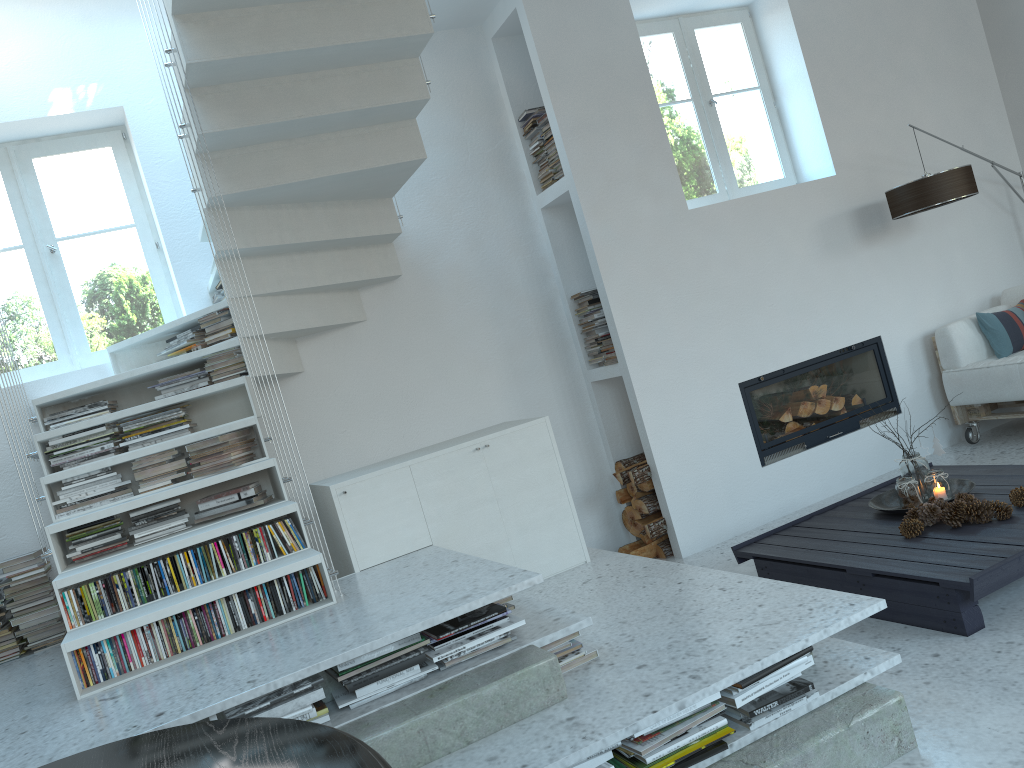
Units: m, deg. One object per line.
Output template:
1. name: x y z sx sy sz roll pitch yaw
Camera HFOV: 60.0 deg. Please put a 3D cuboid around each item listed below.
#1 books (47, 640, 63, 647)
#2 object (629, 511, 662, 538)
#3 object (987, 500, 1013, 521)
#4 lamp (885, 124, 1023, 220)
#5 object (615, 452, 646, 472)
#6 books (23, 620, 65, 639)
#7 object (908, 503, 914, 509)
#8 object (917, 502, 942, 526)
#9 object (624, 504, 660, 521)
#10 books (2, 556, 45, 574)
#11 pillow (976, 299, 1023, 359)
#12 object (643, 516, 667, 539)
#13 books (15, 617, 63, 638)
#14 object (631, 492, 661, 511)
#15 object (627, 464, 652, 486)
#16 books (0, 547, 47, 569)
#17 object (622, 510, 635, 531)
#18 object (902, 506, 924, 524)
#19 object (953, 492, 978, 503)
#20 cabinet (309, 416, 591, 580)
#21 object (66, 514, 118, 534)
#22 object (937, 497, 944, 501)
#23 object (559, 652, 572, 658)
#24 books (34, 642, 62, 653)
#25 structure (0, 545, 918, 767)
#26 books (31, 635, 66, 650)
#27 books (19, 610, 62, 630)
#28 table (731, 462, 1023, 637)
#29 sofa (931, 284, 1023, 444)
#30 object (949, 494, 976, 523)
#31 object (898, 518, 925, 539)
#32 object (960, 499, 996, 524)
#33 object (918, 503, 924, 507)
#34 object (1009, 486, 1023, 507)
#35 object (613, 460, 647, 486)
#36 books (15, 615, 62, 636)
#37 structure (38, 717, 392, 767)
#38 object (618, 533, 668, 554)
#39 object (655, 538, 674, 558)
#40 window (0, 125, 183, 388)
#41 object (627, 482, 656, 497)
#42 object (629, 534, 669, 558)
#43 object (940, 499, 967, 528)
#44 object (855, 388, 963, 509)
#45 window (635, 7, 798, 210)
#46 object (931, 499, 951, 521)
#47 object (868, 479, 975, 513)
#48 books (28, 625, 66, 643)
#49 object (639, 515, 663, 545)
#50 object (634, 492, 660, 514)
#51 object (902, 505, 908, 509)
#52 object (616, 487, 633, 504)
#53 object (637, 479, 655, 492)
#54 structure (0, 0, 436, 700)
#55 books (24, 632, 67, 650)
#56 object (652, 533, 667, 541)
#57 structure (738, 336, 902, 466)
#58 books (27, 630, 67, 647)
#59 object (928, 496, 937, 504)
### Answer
1. books: -2.028 1.138 3.971 0.090 0.011 0.190 -17 1 -24
2. object: 0.889 0.775 5.182 0.439 0.109 0.169 -17 1 -34
3. object: 1.830 0.472 3.319 0.082 0.085 0.082 -16 1 -8
4. lamp: 3.015 -0.699 5.508 1.556 1.966 0.471 -17 2 -37
5. object: 0.783 0.472 5.231 0.331 0.140 0.141 -17 1 -22
6. books: -2.077 1.079 3.956 0.162 0.017 0.233 -17 1 -22
7. object: 1.669 0.517 3.707 0.031 0.035 0.031 -17 2 -22
8. object: 1.638 0.511 3.474 0.097 0.102 0.099 -15 2 38
9. object: 0.842 0.703 5.188 0.396 0.109 0.132 -17 2 -38
10. books: -2.173 0.799 3.951 0.157 0.025 0.234 -17 1 -26
11. pillow: 3.057 -0.342 5.427 0.438 0.317 0.176 -17 2 -14
12. object: 0.921 0.756 4.951 0.441 0.094 0.096 -17 1 -25
13. books: -2.092 1.071 3.951 0.184 0.006 0.262 -17 1 -21
14. object: 0.854 0.683 5.125 0.405 0.225 0.068 -17 2 -30
15. object: 0.834 0.464 4.946 0.441 0.094 0.096 -17 1 -26
16. books: -2.184 0.776 3.948 0.161 0.026 0.267 -17 1 -17
17. object: 0.864 0.744 5.229 0.439 0.148 0.129 -17 2 -23
18. object: 1.589 0.532 3.510 0.086 0.101 0.078 -15 2 42
19. object: 1.803 0.470 3.522 0.092 0.100 0.083 -17 2 -17
20. cabinet: -0.278 0.613 3.918 0.991 0.668 0.552 -17 2 -22
21. object: -1.612 0.531 3.408 0.174 0.025 0.161 -17 1 -18
22. object: 1.779 0.486 3.678 0.030 0.035 0.035 -16 1 1
23. object: 0.088 0.835 2.752 0.139 0.004 0.204 -17 1 -19
24. books: -2.043 1.159 3.963 0.142 0.020 0.231 -17 1 -22
25. structure: -0.819 1.157 3.118 3.108 0.659 2.902 -17 1 -22
26. books: -2.058 1.138 3.958 0.147 0.008 0.243 -17 1 -25
27. books: -2.092 1.038 3.954 0.163 0.028 0.204 -17 1 -21
28. table: 1.798 0.604 3.613 1.256 0.218 1.271 -17 1 -22
29. sofa: 3.422 -0.229 4.661 0.870 0.854 2.197 -17 1 -22
30. object: 1.737 0.483 3.415 0.108 0.108 0.094 -15 2 35
31. object: 1.547 0.554 3.427 0.098 0.084 0.078 -17 2 -22
32. object: 1.760 0.484 3.347 0.114 0.101 0.110 -17 2 -40
33. object: 1.700 0.508 3.676 0.030 0.035 0.035 -17 2 -24
34. object: 1.961 0.430 3.402 0.098 0.083 0.081 -17 1 -17
35. object: 0.790 0.480 5.148 0.417 0.101 0.110 -17 1 -20
36. books: -2.095 1.061 3.950 0.169 0.015 0.233 -17 1 -17
37. structure: -0.200 0.924 0.729 1.332 0.833 1.920 -17 1 -22
38. object: 0.827 0.927 5.198 0.446 0.098 0.117 -17 1 -27
39. object: 0.984 0.888 5.058 0.407 0.097 0.138 -17 1 -29
40. window: -2.362 -0.630 4.481 1.116 1.227 0.042 -17 2 -22
41. object: 0.831 0.578 5.165 0.328 0.152 0.133 -17 2 -25
42. object: 0.877 0.894 5.072 0.641 0.108 0.134 -17 2 -34
43. object: 1.678 0.493 3.366 0.097 0.106 0.090 -16 1 -1
44. object: 1.757 0.233 3.828 0.436 0.522 0.308 -16 2 8
45. window: 1.205 -1.693 5.485 1.116 1.227 0.072 -17 2 -22
46. object: 1.701 0.500 3.499 0.091 0.086 0.106 -17 1 -8
47. object: 1.753 0.488 3.795 0.430 0.038 0.429 -16 1 18
48. books: -2.071 1.101 3.956 0.152 0.029 0.179 -17 1 -26
49. object: 0.894 0.771 5.030 0.445 0.207 0.084 -17 2 -27
50. object: 0.888 0.636 5.039 0.392 0.092 0.129 -17 1 -27
51. object: 1.652 0.524 3.728 0.029 0.030 0.025 -16 1 -2
52. object: 0.786 0.614 5.233 0.405 0.086 0.088 -17 1 -24
53. object: 0.911 0.507 5.066 0.433 0.103 0.141 -17 1 -26
54. structure: -1.008 -0.559 3.338 1.951 3.383 2.616 -17 2 -22
55. books: -2.068 1.130 3.955 0.160 0.012 0.224 -17 1 -18
56. object: 0.924 0.779 5.052 0.394 0.107 0.149 -17 1 -32
57. structure: 1.757 0.151 5.584 1.209 0.584 0.735 -17 1 -26
58. books: -2.062 1.118 3.958 0.152 0.009 0.259 -17 1 -21
59. object: 1.753 0.488 3.698 0.039 0.043 0.038 -15 2 38
